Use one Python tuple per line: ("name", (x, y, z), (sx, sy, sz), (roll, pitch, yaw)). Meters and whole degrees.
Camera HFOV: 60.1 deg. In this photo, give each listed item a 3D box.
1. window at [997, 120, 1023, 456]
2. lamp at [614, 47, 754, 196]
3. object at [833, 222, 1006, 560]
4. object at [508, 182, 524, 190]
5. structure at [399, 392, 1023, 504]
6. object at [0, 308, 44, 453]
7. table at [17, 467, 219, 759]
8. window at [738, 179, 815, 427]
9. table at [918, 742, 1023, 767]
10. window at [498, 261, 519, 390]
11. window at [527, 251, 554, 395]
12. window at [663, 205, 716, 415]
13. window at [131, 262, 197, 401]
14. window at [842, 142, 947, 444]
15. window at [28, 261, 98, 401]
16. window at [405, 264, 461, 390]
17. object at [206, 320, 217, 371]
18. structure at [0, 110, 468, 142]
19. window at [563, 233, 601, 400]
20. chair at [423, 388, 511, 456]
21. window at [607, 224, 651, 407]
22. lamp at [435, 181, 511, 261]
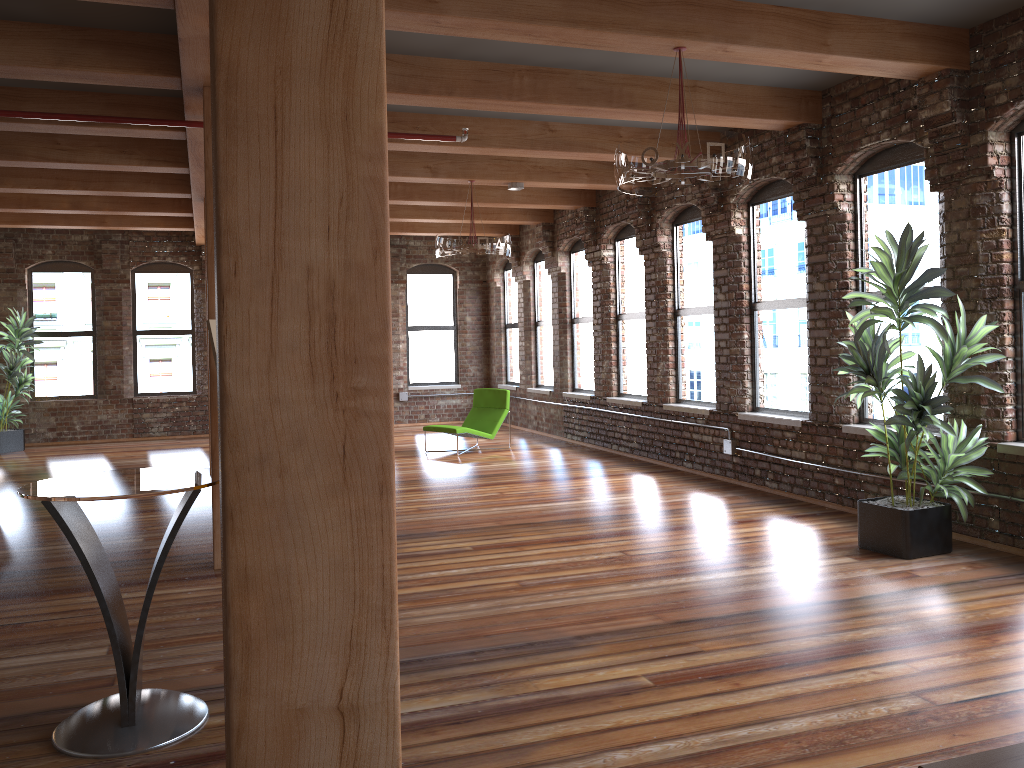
("window", (3.364, -0.654, 5.290), (0.235, 2.215, 0.968), (-1, 0, -19))
("lamp", (1.005, -1.584, 5.250), (0.809, 0.815, 0.810), (-1, 1, 23))
("object", (2.570, 0.027, 5.791), (0.966, 2.103, 1.080), (-1, 1, -6))
("object", (0.042, -2.139, 9.561), (0.145, 0.072, 0.147), (-2, 2, -19))
("structure", (1.753, 0.486, 9.589), (1.634, 0.313, 13.710), (-3, 3, -26))
("object", (-7.434, -0.070, 12.843), (1.081, 2.103, 0.966), (-2, 1, -41))
("table", (-1.433, 0.825, 3.324), (0.721, 0.924, 0.722), (-1, 1, 6))
("window", (2.402, -0.760, 8.063), (0.232, 2.215, 0.968), (-1, 0, -19))
("table", (1.617, 1.017, 1.552), (1.751, 0.550, 0.900), (-2, 2, -19))
("window", (-0.007, -1.025, 15.018), (0.232, 2.215, 0.968), (-1, 0, -19))
("window", (0.482, -0.971, 13.607), (0.231, 2.215, 0.968), (-1, 0, -19))
("window", (1.924, -0.813, 9.450), (0.236, 2.215, 0.968), (-1, 0, -19))
("window", (-5.595, -0.857, 14.253), (0.969, 2.227, 0.221), (-1, 0, -19))
("window", (2.884, -0.707, 6.677), (0.235, 2.215, 0.968), (-1, 0, -19))
("window", (-7.006, -0.835, 13.835), (0.969, 2.169, 0.086), (-1, 0, -19))
("window", (-1.416, -1.023, 15.702), (0.969, 2.218, 0.218), (-1, 0, -19))
("object", (-1.389, 0.132, 5.007), (0.684, 2.140, 0.702), (-1, 0, 31))
("structure", (-3.564, -1.861, 5.961), (6.810, 0.112, 0.051), (-2, 1, -19))
("window", (0.963, -0.918, 12.220), (0.233, 2.215, 0.968), (-1, 0, -19))
("chair", (-0.591, 0.481, 11.664), (0.957, 0.796, 0.680), (-3, 2, -44))
("window", (1.441, -0.865, 10.836), (0.230, 2.215, 0.968), (-1, 0, -19))
("lamp", (-0.418, -1.740, 9.359), (0.809, 0.815, 0.810), (-1, 1, 17))
